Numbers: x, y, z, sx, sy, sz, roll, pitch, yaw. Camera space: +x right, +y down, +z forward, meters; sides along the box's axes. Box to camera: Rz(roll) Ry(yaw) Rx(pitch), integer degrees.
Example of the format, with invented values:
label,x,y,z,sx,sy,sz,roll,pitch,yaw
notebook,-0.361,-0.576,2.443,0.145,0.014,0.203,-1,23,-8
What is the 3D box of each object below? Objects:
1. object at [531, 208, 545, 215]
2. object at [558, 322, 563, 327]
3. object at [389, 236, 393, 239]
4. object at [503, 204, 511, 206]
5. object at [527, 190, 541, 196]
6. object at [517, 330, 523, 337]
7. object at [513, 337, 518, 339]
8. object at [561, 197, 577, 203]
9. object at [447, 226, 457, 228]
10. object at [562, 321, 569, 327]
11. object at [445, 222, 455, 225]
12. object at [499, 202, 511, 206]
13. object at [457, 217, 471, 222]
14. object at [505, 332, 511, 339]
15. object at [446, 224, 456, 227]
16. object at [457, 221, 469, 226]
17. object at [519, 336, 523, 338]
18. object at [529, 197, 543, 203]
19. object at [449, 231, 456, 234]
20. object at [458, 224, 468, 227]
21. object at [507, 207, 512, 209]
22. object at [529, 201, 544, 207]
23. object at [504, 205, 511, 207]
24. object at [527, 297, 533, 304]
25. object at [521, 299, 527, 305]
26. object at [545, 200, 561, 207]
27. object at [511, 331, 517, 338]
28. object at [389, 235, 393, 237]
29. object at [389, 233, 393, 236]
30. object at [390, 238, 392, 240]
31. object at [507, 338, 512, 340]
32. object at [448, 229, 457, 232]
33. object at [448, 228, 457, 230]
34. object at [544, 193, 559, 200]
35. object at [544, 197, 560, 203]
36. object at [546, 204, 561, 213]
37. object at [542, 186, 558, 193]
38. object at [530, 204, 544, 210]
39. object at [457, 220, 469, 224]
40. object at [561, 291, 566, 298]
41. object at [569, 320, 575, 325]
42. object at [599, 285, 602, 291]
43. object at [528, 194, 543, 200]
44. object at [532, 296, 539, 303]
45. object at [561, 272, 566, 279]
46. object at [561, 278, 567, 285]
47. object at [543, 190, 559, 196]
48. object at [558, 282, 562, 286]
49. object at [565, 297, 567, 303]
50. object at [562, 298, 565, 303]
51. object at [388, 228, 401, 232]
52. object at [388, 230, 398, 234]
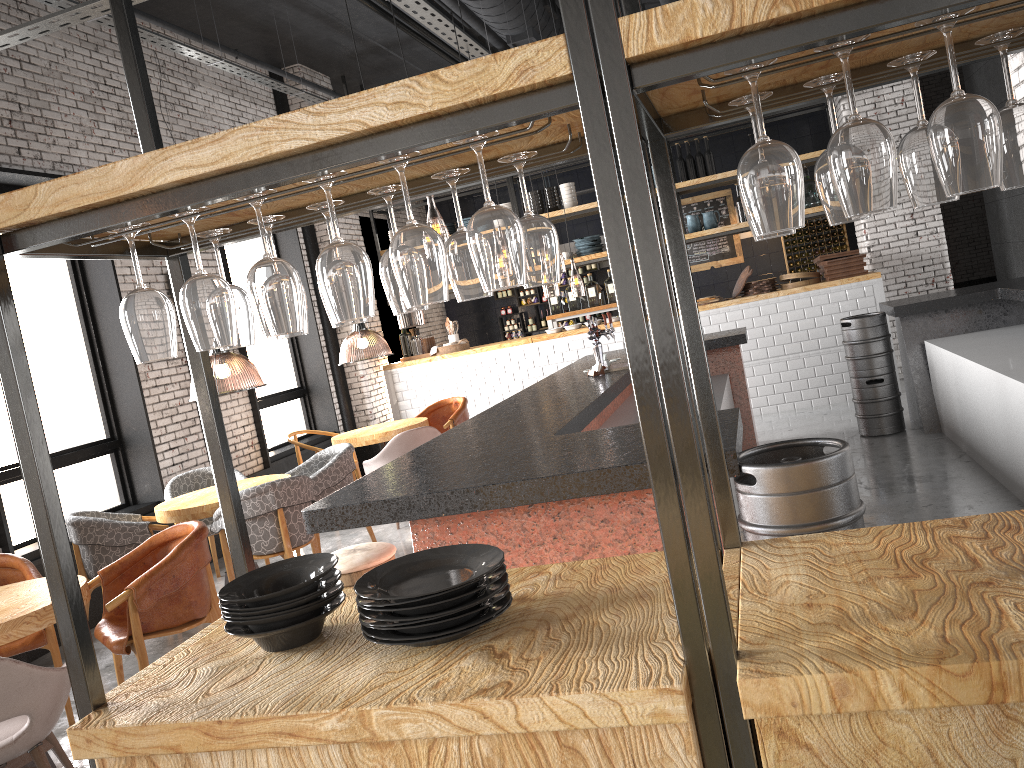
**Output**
label,x,y,z,sx,sy,sz,roll,pitch,yaw
object,0.323,-2.128,11.064,0.196,0.102,0.197,-9,5,28
object,0.771,-0.941,14.182,0.092,0.112,0.100,-11,4,2
object,-1.431,-1.920,11.555,0.334,0.038,0.335,-8,6,37
object,-0.090,-2.214,11.160,0.335,0.039,0.335,-12,5,-9
object,0.278,-2.345,11.052,0.196,0.105,0.197,-8,5,37
object,0.130,-0.824,14.384,0.090,0.101,0.111,-12,4,-17
object,0.054,-0.708,14.417,0.090,0.101,0.111,-13,4,-27
object,0.715,-2.242,10.941,0.196,0.104,0.196,-12,4,-8
object,-0.932,-1.967,11.414,0.453,0.043,0.455,-9,5,21
object,0.862,-0.955,14.157,0.092,0.108,0.105,-9,4,27
object,-0.941,-2.013,11.411,0.453,0.050,0.455,-9,5,29
object,-0.094,-2.234,11.159,0.335,0.039,0.335,-12,5,-10
object,-0.478,-2.094,11.278,0.453,0.039,0.455,-8,5,35
object,-0.074,-0.792,14.430,0.119,0.111,0.085,-13,4,-25
object,-0.937,-1.990,11.414,0.453,0.047,0.455,-10,5,13
object,-0.469,-2.047,11.281,0.455,0.037,0.454,-14,5,-29
object,0.149,-0.730,14.379,0.092,0.112,0.100,-11,4,2
object,0.298,-2.258,11.055,0.197,0.100,0.196,-13,4,-18
object,-0.919,-1.897,11.420,0.453,0.043,0.455,-10,5,19
object,-0.464,-2.024,11.282,0.453,0.038,0.455,-10,5,17
object,-0.083,-2.177,11.163,0.335,0.041,0.334,-12,5,-14
object,0.306,-2.215,11.058,0.196,0.102,0.197,-7,6,45
object,-0.086,-2.196,11.162,0.335,0.044,0.334,-12,5,-13
object,0.289,-1.343,14.268,0.089,0.108,0.106,-13,4,-23
object,0.189,-1.327,14.296,0.092,0.112,0.100,-11,4,2
object,0.515,-2.206,11.003,0.196,0.101,0.197,-8,5,35
object,0.035,-0.808,14.411,0.090,0.101,0.111,-13,4,-22
object,-1.435,-1.939,11.554,0.335,0.034,0.335,-12,4,-8
object,-1.439,-1.958,11.553,0.334,0.040,0.335,-11,4,6
object,-1.428,-1.902,11.557,0.335,0.043,0.334,-14,5,-35
object,-0.053,-0.693,14.433,0.119,0.111,0.085,-15,5,-40
object,-0.923,-1.921,11.418,0.453,0.044,0.455,-10,5,11
object,-0.927,-1.943,11.417,0.454,0.038,0.454,-12,4,-7
object,0.497,-2.293,10.995,0.196,0.102,0.197,-9,5,27
object,0.507,-2.250,10.995,0.197,0.107,0.196,-12,4,-12
object,0.524,-2.164,11.008,0.197,0.104,0.196,-14,5,-37
object,0.481,-2.380,10.993,0.196,0.102,0.196,-12,4,-8
object,0.313,-2.171,11.061,0.197,0.104,0.196,-13,4,-20
object,-0.474,-2.071,11.278,0.454,0.050,0.454,-12,4,-8
object,0.814,-1.430,14.131,0.090,0.101,0.111,-12,4,-17
object,0.964,-0.973,14.127,0.089,0.108,0.106,-13,4,-23
object,1.364,-1.508,13.959,0.089,0.108,0.106,-13,4,-23
object,0.293,-2.303,11.048,0.196,0.107,0.197,-7,6,44
object,0.376,-1.358,14.243,0.092,0.108,0.105,-9,4,27
object,0.812,-1.730,14.084,0.092,0.108,0.105,-9,4,27
object,0.831,-1.631,14.090,0.092,0.108,0.105,-9,4,27
object,0.489,-2.336,10.992,0.196,0.102,0.197,-11,4,9
object,0.740,-1.617,14.115,0.092,0.112,0.100,-11,4,2
object,0.886,-1.345,14.110,0.092,0.112,0.100,-11,4,2
object,0.793,-1.324,14.148,0.090,0.101,0.111,-12,4,-17
object,-1.446,-1.997,11.551,0.334,0.039,0.335,-11,4,7
object,-1.442,-1.978,11.553,0.334,0.041,0.335,-10,5,12
